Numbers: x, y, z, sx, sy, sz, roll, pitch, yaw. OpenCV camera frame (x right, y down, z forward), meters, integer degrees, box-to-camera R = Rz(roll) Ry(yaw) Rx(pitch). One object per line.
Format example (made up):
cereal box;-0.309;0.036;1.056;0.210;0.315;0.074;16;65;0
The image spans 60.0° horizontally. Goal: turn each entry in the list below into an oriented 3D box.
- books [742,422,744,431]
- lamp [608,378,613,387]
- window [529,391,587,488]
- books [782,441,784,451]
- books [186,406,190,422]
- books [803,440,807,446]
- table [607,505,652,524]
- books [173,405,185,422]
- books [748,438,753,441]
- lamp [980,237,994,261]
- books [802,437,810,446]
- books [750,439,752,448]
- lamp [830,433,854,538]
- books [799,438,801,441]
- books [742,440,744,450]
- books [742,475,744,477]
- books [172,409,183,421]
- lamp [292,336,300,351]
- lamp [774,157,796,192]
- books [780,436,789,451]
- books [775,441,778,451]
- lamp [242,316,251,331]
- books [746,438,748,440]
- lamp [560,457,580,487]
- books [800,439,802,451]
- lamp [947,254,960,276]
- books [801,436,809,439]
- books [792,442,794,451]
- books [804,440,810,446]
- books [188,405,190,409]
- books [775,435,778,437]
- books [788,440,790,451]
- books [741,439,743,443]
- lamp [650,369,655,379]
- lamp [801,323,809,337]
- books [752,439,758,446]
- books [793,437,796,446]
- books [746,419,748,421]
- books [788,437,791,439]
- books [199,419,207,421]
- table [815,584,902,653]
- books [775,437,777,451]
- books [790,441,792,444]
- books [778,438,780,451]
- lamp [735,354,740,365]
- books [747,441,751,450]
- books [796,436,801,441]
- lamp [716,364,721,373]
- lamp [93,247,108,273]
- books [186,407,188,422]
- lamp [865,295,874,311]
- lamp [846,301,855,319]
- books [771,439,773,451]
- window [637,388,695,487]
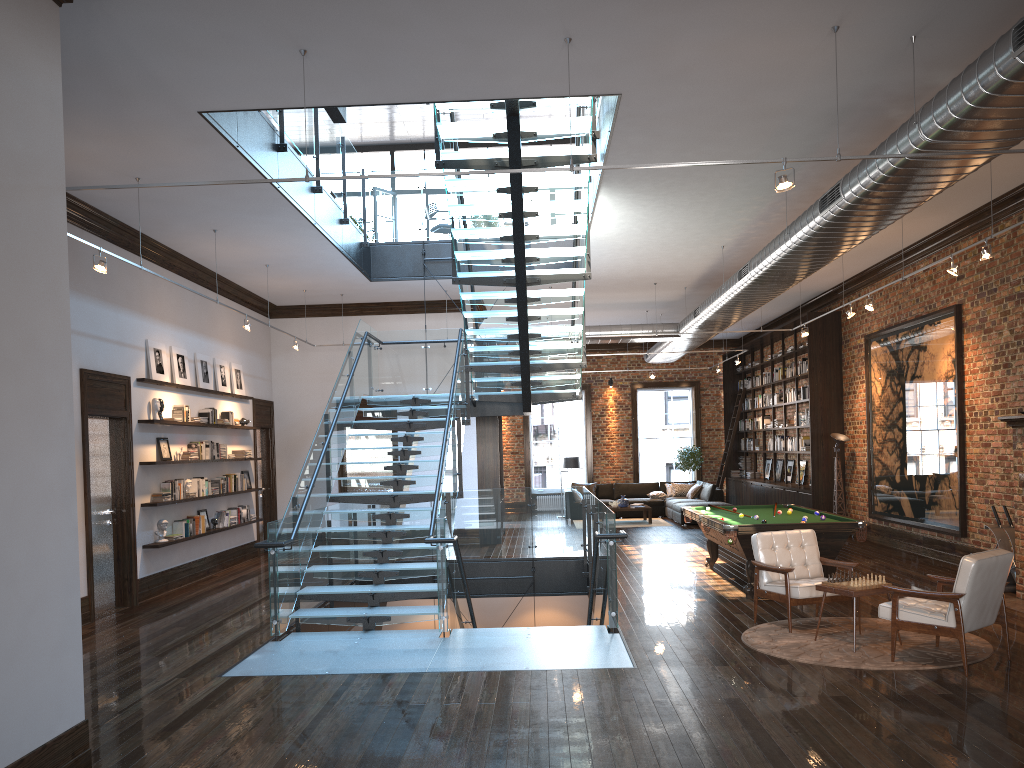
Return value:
books;6.029;1.082;22.822;0.188;0.237;0.025;-2;1;2
lamp;2.600;-0.041;23.329;0.126;0.237;0.155;-2;-1;2
window;1.230;1.574;23.794;1.520;2.753;0.155;-2;1;2
books;5.955;1.332;19.198;0.191;0.218;0.033;-2;1;2
books;-4.369;0.400;11.785;0.164;0.216;0.012;-2;1;2
books;5.932;1.234;17.857;0.141;0.229;0.032;-2;1;2
table;2.538;2.898;19.683;1.000;0.345;1.002;-2;-4;2
books;-4.392;0.389;11.705;0.142;0.228;0.014;-2;1;2
books;6.055;1.524;22.430;0.165;0.304;0.013;-2;1;2
lamp;4.458;-1.267;8.331;0.117;0.213;0.117;-2;-1;43
books;5.932;1.208;17.880;0.159;0.285;0.014;-2;1;2
books;6.072;1.522;22.282;0.159;0.285;0.014;-2;1;2
lamp;5.678;1.755;15.315;0.425;1.827;0.506;-2;0;7
books;5.926;1.225;18.027;0.175;0.272;0.031;-2;1;2
books;6.075;1.584;23.009;0.177;0.266;0.026;-2;1;2
books;6.083;2.396;23.042;0.198;0.035;0.218;-2;-4;5
books;-4.401;0.413;11.673;0.128;0.176;0.050;-2;0;2
lamp;-3.373;-0.629;13.797;0.113;0.230;0.114;-2;0;-43
lamp;1.782;-1.362;5.802;0.113;0.230;0.114;-2;0;-9
books;5.953;1.294;19.363;0.186;0.317;0.015;-2;1;2
books;5.973;1.381;19.795;0.175;0.206;0.031;-2;1;2
lamp;-3.444;-0.794;11.494;0.114;0.230;0.113;-1;0;-44
books;6.086;1.546;22.757;0.139;0.305;0.016;-2;1;2
lamp;1.339;2.506;21.440;0.688;1.466;0.419;-2;0;31
books;5.908;1.231;17.918;0.176;0.246;0.039;-2;1;2
lamp;4.479;-1.209;9.020;0.114;0.230;0.113;-2;0;-24
books;5.933;1.204;17.942;0.149;0.301;0.013;-2;1;2
books;5.931;1.297;18.497;0.165;0.196;0.027;-2;1;2
books;5.934;1.241;17.823;0.136;0.210;0.036;-2;1;2
books;-4.395;0.403;11.928;0.119;0.232;0.014;-2;1;2
books;5.986;1.324;19.921;0.144;0.337;0.013;-2;1;2
books;5.941;1.299;18.796;0.167;0.234;0.032;-2;1;2
books;6.087;1.580;23.151;0.181;0.294;0.050;-2;1;2
lamp;3.456;-0.250;21.821;0.113;0.230;0.114;-2;0;-29
lamp;4.633;-0.850;14.024;0.113;0.230;0.114;-2;0;16
books;6.064;1.511;22.102;0.129;0.282;0.030;-2;1;2
books;5.942;1.247;18.467;0.152;0.292;0.031;-2;1;2
books;6.047;1.047;22.767;0.179;0.299;0.015;-2;1;2
books;5.963;1.278;18.865;0.159;0.285;0.014;-2;1;2
books;-4.372;0.504;12.387;0.142;0.011;0.256;-2;-4;-1
table;2.876;1.927;7.395;0.516;0.495;0.464;-1;-2;-23
books;5.987;1.335;19.895;0.170;0.311;0.038;-2;1;2
books;5.934;1.294;18.607;0.174;0.217;0.027;-2;1;2
books;5.967;1.323;19.558;0.184;0.288;0.016;-2;1;2
lamp;4.769;-0.514;18.709;0.113;0.230;0.114;-2;0;-23
books;6.034;1.551;22.310;0.212;0.233;0.019;-2;1;2
books;5.928;1.227;18.222;0.177;0.297;0.014;-2;1;2
lamp;4.831;-0.371;20.715;0.113;0.230;0.114;-2;0;41
lamp;-3.564;-1.067;7.670;0.114;0.230;0.113;-2;0;-19
books;-4.378;0.406;11.736;0.163;0.198;0.029;-2;1;2
lamp;4.552;-1.046;11.295;0.113;0.230;0.114;-2;0;31
lamp;4.571;-0.998;11.960;0.114;0.230;0.113;-2;0;-19
books;5.977;1.378;20.128;0.189;0.260;0.027;-2;1;2
window;4.088;1.483;23.704;1.520;2.753;0.155;-2;1;2
